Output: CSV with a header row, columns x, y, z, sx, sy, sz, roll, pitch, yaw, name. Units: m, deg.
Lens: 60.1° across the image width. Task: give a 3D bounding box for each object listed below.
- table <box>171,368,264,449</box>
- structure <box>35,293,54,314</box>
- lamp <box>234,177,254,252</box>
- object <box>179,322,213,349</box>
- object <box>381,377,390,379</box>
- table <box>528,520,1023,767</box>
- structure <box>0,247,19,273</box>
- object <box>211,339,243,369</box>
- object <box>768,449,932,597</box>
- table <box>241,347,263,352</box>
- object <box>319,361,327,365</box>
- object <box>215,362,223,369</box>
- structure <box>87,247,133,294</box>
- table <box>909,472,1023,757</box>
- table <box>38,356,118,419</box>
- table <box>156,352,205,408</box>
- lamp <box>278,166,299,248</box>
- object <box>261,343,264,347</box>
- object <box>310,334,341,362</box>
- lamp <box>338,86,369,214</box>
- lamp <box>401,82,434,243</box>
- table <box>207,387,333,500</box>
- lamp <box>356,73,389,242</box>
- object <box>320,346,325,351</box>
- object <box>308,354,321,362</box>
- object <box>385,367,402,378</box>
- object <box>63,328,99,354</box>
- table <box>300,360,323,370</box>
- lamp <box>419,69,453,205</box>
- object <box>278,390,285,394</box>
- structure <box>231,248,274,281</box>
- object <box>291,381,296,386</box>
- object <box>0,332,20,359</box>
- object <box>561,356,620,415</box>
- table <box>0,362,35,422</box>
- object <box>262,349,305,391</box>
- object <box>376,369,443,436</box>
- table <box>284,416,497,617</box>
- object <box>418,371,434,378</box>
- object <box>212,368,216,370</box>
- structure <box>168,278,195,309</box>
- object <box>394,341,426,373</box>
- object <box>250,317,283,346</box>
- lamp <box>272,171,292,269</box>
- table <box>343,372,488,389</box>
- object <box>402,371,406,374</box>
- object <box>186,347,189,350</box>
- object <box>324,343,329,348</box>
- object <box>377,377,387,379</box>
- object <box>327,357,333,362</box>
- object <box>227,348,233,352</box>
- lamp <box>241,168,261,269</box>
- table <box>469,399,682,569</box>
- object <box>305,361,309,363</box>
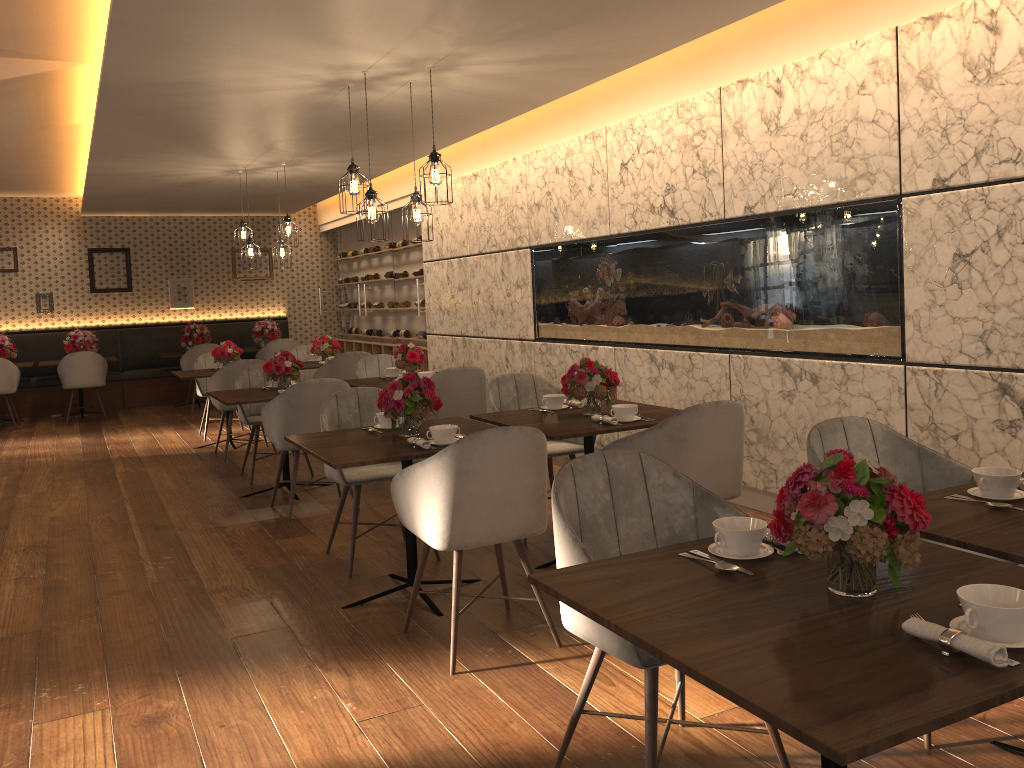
x,y,z,sx,sy,sz,roll,pitch,yaw,name
-2.735,0.230,8.519,0.898,0.719,0.898,-5,5,-26,table
-6.343,-1.096,12.023,0.216,0.277,0.018,-5,3,-27,structure
-2.714,-2.356,8.777,0.175,2.065,0.175,-4,3,-25,lamp
-4.266,-0.633,11.952,0.405,0.424,0.421,-1,4,16,object
-0.988,-0.047,6.935,0.022,0.004,0.211,-5,7,-26,object
0.652,0.778,1.791,0.898,0.719,0.898,-5,5,-26,table
-6.822,-1.646,11.771,0.450,0.344,0.016,-5,3,-27,structure
-2.744,-0.286,8.546,0.234,0.300,0.306,1,5,41,object
0.675,0.265,1.780,0.305,0.300,0.235,-1,4,21,object
-3.441,-0.150,12.469,0.898,0.719,0.898,-5,5,-26,table
-1.841,-0.203,8.628,0.056,0.039,0.176,-5,6,-26,object
-2.866,-0.191,8.794,0.148,0.072,0.149,2,7,41,object
-5.616,-1.587,12.377,0.545,0.630,0.035,-5,3,-27,structure
1.508,0.695,2.220,0.898,0.719,0.898,-5,5,-26,table
-5.560,0.057,11.406,0.898,0.719,0.898,-5,5,-26,table
-4.297,-0.066,12.040,0.898,0.719,0.898,-5,5,-26,table
-2.185,-2.345,8.449,0.175,2.065,0.175,-4,3,-25,lamp
-3.551,-0.571,12.739,0.148,0.072,0.149,-1,6,16,object
-1.883,-0.366,8.943,0.305,0.300,0.235,-3,4,-5,object
-1.009,-2.080,5.390,0.175,2.065,0.175,-4,3,-25,lamp
-0.619,-1.901,5.364,0.175,2.065,0.175,-4,3,-25,lamp
-1.621,0.410,6.306,0.898,0.719,0.898,-5,5,-26,table
-0.852,-1.863,5.106,0.175,2.065,0.175,-4,3,-25,lamp
-1.899,-0.358,8.864,0.049,0.052,0.078,-4,5,-16,object
-2.046,-0.271,9.206,0.148,0.072,0.149,2,7,41,object
-0.932,-0.090,6.992,0.148,0.072,0.149,2,7,41,object
-5.504,-0.511,11.316,0.420,0.424,0.406,-5,5,-24,object
-1.879,0.147,8.948,0.898,0.719,0.898,-5,5,-26,table
-0.480,-2.070,5.062,0.175,2.065,0.175,-4,3,-25,lamp
-1.547,0.057,6.002,0.056,0.039,0.176,-5,6,-26,object
-3.879,-1.788,13.240,0.602,0.484,0.032,-5,3,-27,structure
-1.649,-0.004,6.632,0.056,0.039,0.176,-5,6,-26,object
-6.380,-0.436,10.988,0.405,0.424,0.421,-1,4,17,object
0.389,0.000,4.430,0.305,0.300,0.235,-3,4,-5,object
-6.416,0.140,10.976,0.898,0.719,0.898,-5,5,-26,table
-1.629,-0.105,6.332,0.234,0.300,0.306,1,5,41,object
-0.471,0.082,4.030,0.305,0.300,0.235,-2,4,6,object
-0.462,0.598,4.003,0.898,0.719,0.898,-5,5,-26,table
-0.626,-0.049,6.464,0.148,0.072,0.149,2,7,41,object
-2.957,-0.151,8.728,0.043,0.015,0.197,-6,7,-30,object
-4.777,-1.306,12.799,0.340,0.439,0.034,-5,3,-27,structure
-0.766,-0.186,6.732,0.234,0.300,0.306,-4,5,-25,object
-3.433,-0.716,12.382,0.405,0.424,0.421,-1,4,17,object
-2.324,-2.177,8.751,0.175,2.065,0.175,-4,3,-25,lamp
-0.765,0.327,6.735,0.898,0.719,0.898,-5,5,-26,table
-0.830,-0.083,7.044,0.056,0.039,0.176,-5,6,-26,object
-4.444,-0.484,12.290,0.148,0.072,0.149,-1,6,21,object
-1.873,-0.389,8.862,0.076,0.052,0.048,2,6,43,object
-1.016,-0.051,6.929,0.043,0.015,0.198,-5,6,-23,object
-1.741,-0.230,8.678,0.148,0.072,0.149,2,7,41,object
-2.714,-0.319,8.475,0.077,0.052,0.046,0,5,25,object
-2.557,-2.139,8.493,0.175,2.065,0.175,-4,3,-25,lamp
0.394,0.514,4.433,0.898,0.719,0.898,-5,5,-26,table
-2.130,-0.232,9.143,0.043,0.015,0.198,-5,6,-23,object
